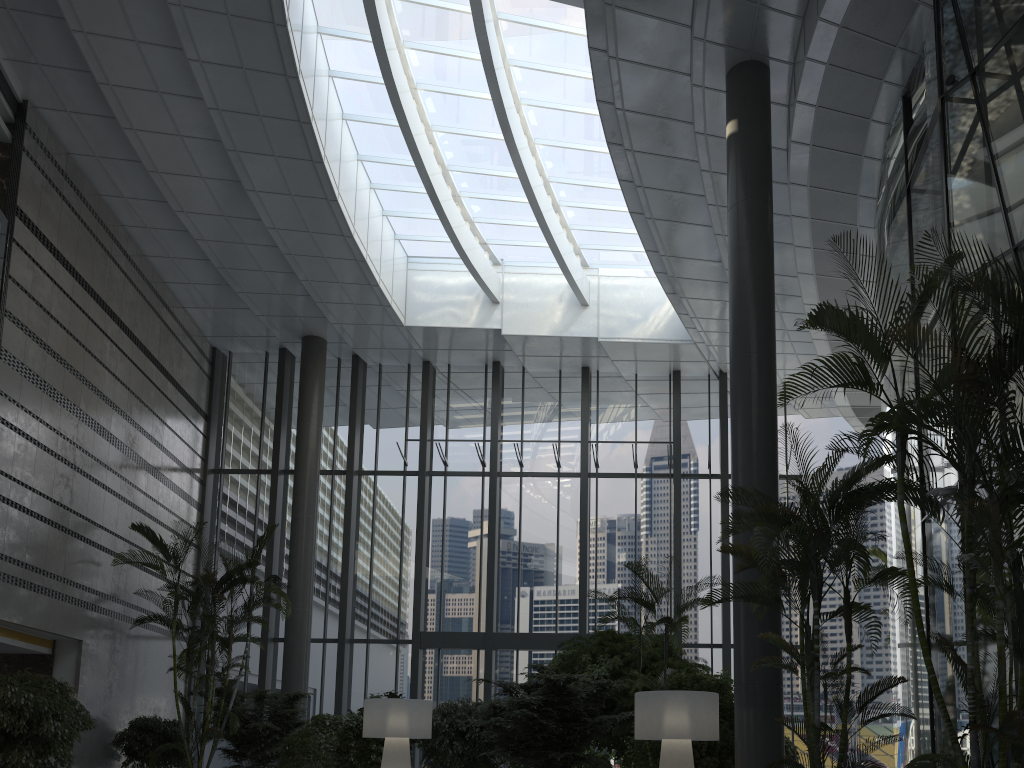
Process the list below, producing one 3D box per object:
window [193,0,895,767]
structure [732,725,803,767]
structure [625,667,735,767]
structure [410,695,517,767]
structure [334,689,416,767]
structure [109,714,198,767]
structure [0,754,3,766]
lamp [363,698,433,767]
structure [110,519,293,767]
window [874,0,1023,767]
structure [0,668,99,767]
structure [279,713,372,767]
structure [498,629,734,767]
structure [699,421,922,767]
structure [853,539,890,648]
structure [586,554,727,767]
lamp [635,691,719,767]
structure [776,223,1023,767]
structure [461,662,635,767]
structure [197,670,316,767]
[{"bbox_3d":[-1.337,-0.070,9.157,13.502,9.456,20.046,-4,-21,14],"label":"window"},{"bbox_3d":[2.963,4.991,10.949,1.499,1.524,1.628,10,-19,-30],"label":"structure"},{"bbox_3d":[2.165,4.434,10.275,1.570,2.016,1.670,-12,-19,42],"label":"structure"},{"bbox_3d":[-0.673,5.602,12.843,2.009,1.792,1.752,-10,-19,32],"label":"structure"},{"bbox_3d":[-2.026,5.515,12.770,1.236,1.865,1.470,-5,-15,26],"label":"structure"},{"bbox_3d":[-5.589,5.918,13.351,1.134,1.464,1.484,-11,-20,41],"label":"structure"},{"bbox_3d":[-5.928,4.070,8.794,1.194,1.257,1.252,-2,-16,13],"label":"structure"},{"bbox_3d":[-1.429,4.725,10.555,0.830,1.586,0.894,-3,-13,19],"label":"lamp"},{"bbox_3d":[-4.664,4.246,13.050,2.518,4.420,2.589,0,-12,7],"label":"structure"},{"bbox_3d":[5.994,1.491,10.138,4.221,7.507,16.469,1,-20,3],"label":"window"},{"bbox_3d":[-5.976,4.397,10.321,1.625,1.867,2.167,-8,-19,30],"label":"structure"},{"bbox_3d":[-2.825,5.871,13.221,1.499,1.524,1.628,10,-19,-30],"label":"structure"},{"bbox_3d":[1.537,5.150,12.967,3.745,2.800,3.407,-3,-18,13],"label":"structure"},{"bbox_3d":[2.485,2.251,7.024,1.676,3.538,2.128,4,-13,-14],"label":"structure"},{"bbox_3d":[6.482,4.285,12.733,2.489,4.419,2.623,5,-13,-17],"label":"structure"},{"bbox_3d":[1.636,3.546,9.775,1.434,3.285,1.265,4,-11,-13],"label":"structure"},{"bbox_3d":[1.641,3.909,8.532,0.878,1.586,0.845,10,-15,-37],"label":"lamp"},{"bbox_3d":[2.976,1.094,5.391,2.489,4.419,2.623,5,-13,-17],"label":"structure"},{"bbox_3d":[0.422,4.755,11.335,2.260,2.204,2.463,5,-17,-11],"label":"structure"},{"bbox_3d":[-4.166,5.812,13.941,1.896,2.173,1.947,5,-15,-14],"label":"structure"}]
